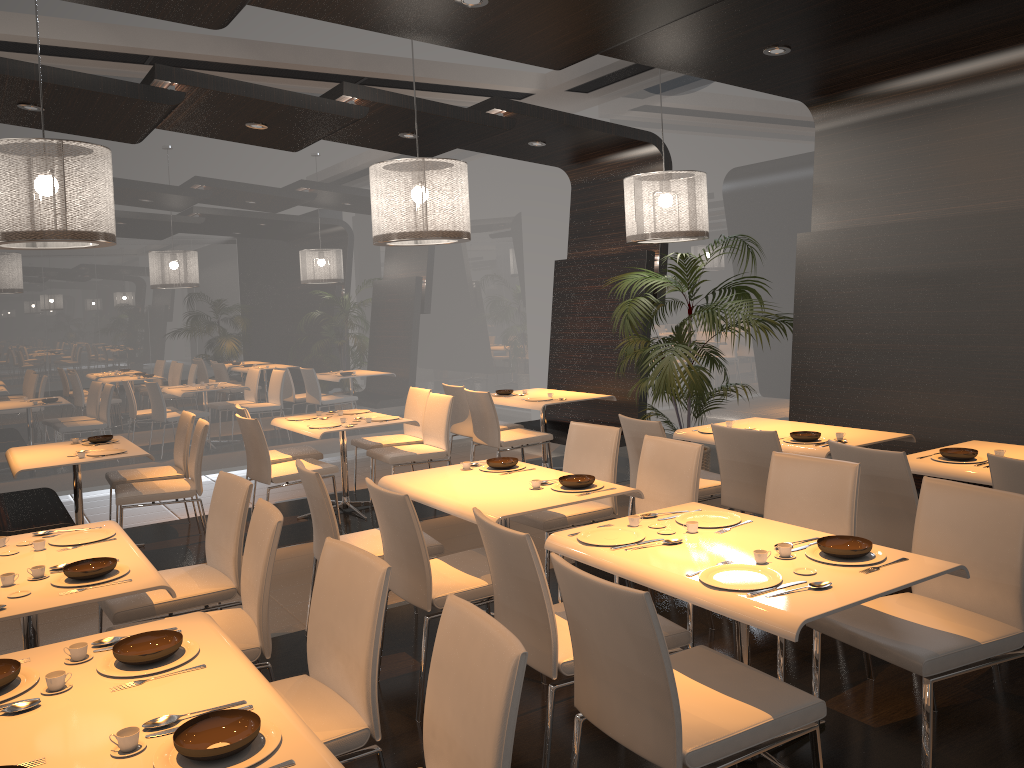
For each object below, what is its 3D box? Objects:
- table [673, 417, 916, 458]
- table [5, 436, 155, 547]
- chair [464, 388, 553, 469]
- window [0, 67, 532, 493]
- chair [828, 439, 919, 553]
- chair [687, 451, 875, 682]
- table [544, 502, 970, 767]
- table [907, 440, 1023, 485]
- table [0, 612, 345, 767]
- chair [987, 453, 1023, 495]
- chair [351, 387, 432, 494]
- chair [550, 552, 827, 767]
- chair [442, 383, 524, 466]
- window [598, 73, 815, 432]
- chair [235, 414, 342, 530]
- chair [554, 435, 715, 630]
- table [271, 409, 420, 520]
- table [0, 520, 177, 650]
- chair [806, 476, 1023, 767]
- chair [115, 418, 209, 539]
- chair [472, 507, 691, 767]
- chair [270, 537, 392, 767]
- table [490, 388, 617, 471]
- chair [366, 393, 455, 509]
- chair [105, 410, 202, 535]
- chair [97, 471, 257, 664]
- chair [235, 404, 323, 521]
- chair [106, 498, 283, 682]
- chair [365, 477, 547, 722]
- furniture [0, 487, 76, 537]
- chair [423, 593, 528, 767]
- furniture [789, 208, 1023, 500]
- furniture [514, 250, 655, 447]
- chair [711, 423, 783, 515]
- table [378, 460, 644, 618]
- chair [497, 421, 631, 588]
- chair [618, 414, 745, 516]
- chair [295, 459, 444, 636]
[{"bbox_3d":[1.668,0.648,5.292,0.802,0.724,1.148,-5,5,-32],"label":"table"},{"bbox_3d":[-2.925,0.812,5.969,0.802,0.724,1.148,-5,5,-32],"label":"table"},{"bbox_3d":[-0.038,0.460,7.402,0.606,0.873,0.484,-4,2,-30],"label":"chair"},{"bbox_3d":[-2.515,-1.134,8.899,6.597,3.973,0.070,-5,2,-32],"label":"window"},{"bbox_3d":[1.830,0.682,4.043,0.606,0.868,0.484,-4,2,-25],"label":"chair"},{"bbox_3d":[1.074,0.766,3.570,0.607,0.873,0.484,-4,3,-35],"label":"chair"},{"bbox_3d":[0.776,0.910,2.978,0.802,0.724,1.148,-5,5,-32],"label":"table"},{"bbox_3d":[2.493,0.724,4.048,0.802,0.724,1.148,-5,5,-32],"label":"table"},{"bbox_3d":[-0.892,1.092,1.926,0.802,0.724,1.148,-5,5,-32],"label":"table"},{"bbox_3d":[2.307,0.703,3.572,0.606,0.868,0.484,-4,2,-30],"label":"chair"},{"bbox_3d":[-1.003,0.496,7.533,0.606,0.873,0.484,-4,2,-30],"label":"chair"},{"bbox_3d":[0.474,0.901,2.458,0.606,0.873,0.484,-4,2,-30],"label":"chair"},{"bbox_3d":[-0.271,0.413,8.006,0.606,0.868,0.484,-4,2,-30],"label":"chair"},{"bbox_3d":[2.799,-1.281,7.673,0.070,3.970,6.586,-3,4,-32],"label":"window"},{"bbox_3d":[-1.628,0.636,6.371,0.607,0.873,0.484,-4,3,-35],"label":"chair"},{"bbox_3d":[0.579,0.729,4.207,0.606,0.868,0.484,-4,2,-30],"label":"chair"},{"bbox_3d":[-1.322,0.639,6.965,0.802,0.724,1.148,-5,5,-32],"label":"table"},{"bbox_3d":[-1.719,1.016,3.170,0.802,0.724,1.148,-5,5,-32],"label":"table"},{"bbox_3d":[1.383,0.810,2.947,0.606,0.873,0.484,-4,2,-25],"label":"chair"},{"bbox_3d":[-2.329,0.711,5.925,0.606,0.868,0.484,-4,2,-25],"label":"chair"},{"bbox_3d":[0.222,0.859,3.031,0.606,0.873,0.484,-4,2,-25],"label":"chair"},{"bbox_3d":[-0.659,0.955,2.477,0.607,0.873,0.484,-4,3,-35],"label":"chair"},{"bbox_3d":[0.288,0.464,7.973,0.802,0.724,1.148,-5,5,-32],"label":"table"},{"bbox_3d":[-0.771,0.539,6.929,0.606,0.868,0.484,-4,2,-30],"label":"chair"},{"bbox_3d":[-2.630,0.675,6.486,0.606,0.873,0.484,-4,2,-30],"label":"chair"},{"bbox_3d":[-1.421,0.870,3.761,0.607,0.868,0.484,-4,3,-35],"label":"chair"},{"bbox_3d":[-1.855,0.583,7.035,0.606,0.868,0.484,-4,2,-25],"label":"chair"},{"bbox_3d":[-1.112,0.915,3.138,0.606,0.873,0.484,-4,2,-25],"label":"chair"},{"bbox_3d":[-0.255,0.820,3.700,0.606,0.873,0.484,-4,2,-30],"label":"chair"},{"bbox_3d":[-3.324,0.083,5.696,0.759,1.673,1.402,-4,3,-32],"label":"furniture"},{"bbox_3d":[-0.286,0.989,1.895,0.606,0.868,0.484,-4,2,-25],"label":"chair"},{"bbox_3d":[2.639,-0.150,5.035,0.759,1.671,2.903,-4,4,-32],"label":"furniture"},{"bbox_3d":[0.608,-0.345,8.175,0.759,1.673,1.402,-4,3,-32],"label":"furniture"},{"bbox_3d":[1.447,0.634,4.782,0.607,0.873,0.484,-4,3,-35],"label":"chair"},{"bbox_3d":[0.078,0.820,4.307,1.056,0.724,1.148,-5,5,-32],"label":"table"},{"bbox_3d":[0.270,0.685,4.832,0.607,0.868,0.484,-4,3,-35],"label":"chair"},{"bbox_3d":[1.006,0.608,5.286,0.606,0.873,0.484,-4,2,-25],"label":"chair"},{"bbox_3d":[-0.691,0.789,4.234,0.606,0.868,0.484,-4,2,-25],"label":"chair"}]
